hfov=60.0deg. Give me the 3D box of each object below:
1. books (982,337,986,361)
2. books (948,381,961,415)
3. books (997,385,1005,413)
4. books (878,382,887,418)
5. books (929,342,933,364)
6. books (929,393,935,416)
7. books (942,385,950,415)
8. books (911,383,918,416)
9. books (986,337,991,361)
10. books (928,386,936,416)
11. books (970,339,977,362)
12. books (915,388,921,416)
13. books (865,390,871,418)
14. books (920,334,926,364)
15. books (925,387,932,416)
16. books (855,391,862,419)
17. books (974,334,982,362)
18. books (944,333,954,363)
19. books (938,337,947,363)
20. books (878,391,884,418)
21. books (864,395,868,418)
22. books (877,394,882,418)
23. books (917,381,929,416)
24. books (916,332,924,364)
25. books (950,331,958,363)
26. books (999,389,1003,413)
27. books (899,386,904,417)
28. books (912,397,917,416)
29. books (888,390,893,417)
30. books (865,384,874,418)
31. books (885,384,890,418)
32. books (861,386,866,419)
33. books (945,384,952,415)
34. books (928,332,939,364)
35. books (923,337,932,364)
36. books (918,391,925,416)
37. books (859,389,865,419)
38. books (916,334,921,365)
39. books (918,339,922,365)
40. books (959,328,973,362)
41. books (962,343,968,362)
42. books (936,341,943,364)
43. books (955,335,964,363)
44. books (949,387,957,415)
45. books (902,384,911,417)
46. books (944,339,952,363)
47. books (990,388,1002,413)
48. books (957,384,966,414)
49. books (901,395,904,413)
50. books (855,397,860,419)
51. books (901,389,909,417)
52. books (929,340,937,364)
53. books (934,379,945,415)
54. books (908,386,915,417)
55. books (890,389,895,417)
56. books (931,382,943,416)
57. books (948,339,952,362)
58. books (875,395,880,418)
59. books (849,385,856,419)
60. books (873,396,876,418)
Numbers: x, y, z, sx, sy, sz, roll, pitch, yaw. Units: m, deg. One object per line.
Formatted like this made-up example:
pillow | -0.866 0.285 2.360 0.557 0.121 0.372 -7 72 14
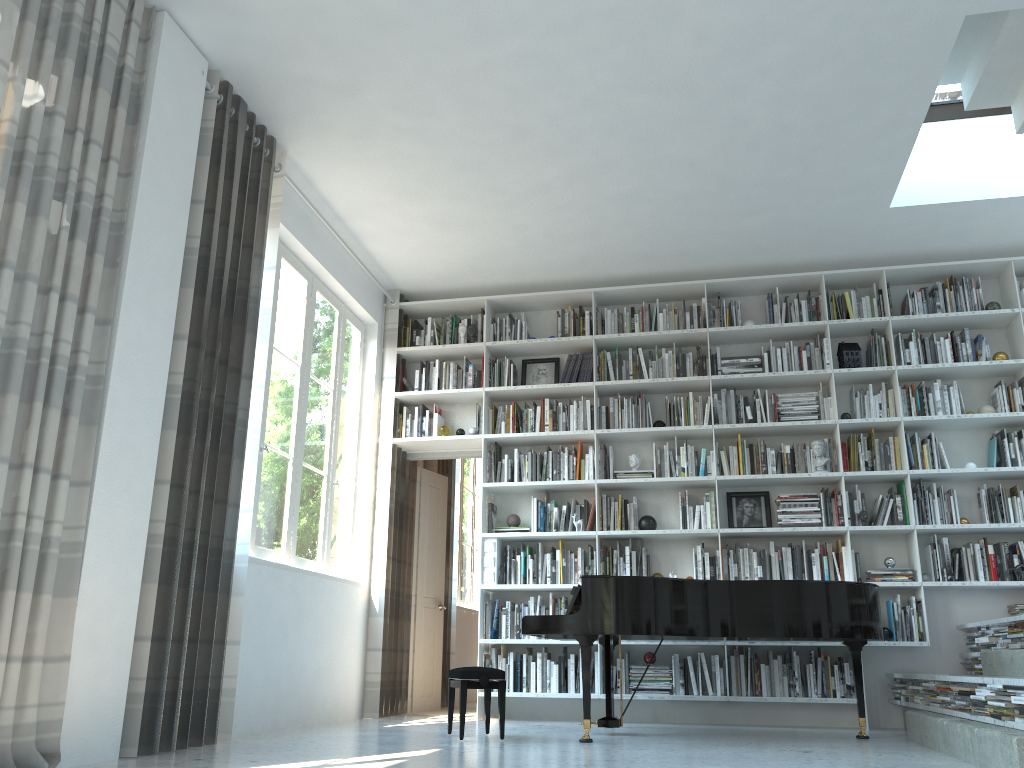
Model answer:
books | 3.295 -0.199 6.240 0.048 0.216 0.183 -3 -17 12
books | 3.080 0.132 6.177 0.024 0.271 0.170 -3 -17 12
books | 3.370 0.142 6.131 0.012 0.231 0.154 -3 -17 12
books | 2.628 0.151 6.286 0.028 0.292 0.155 -3 -17 12
books | 2.969 -0.176 6.321 0.014 0.214 0.132 -3 -17 12
books | 2.923 0.182 6.210 0.025 0.193 0.171 -3 -18 12
books | 3.013 0.151 6.192 0.025 0.244 0.184 -3 -17 12
books | 2.836 0.151 6.263 0.014 0.283 0.136 -3 -17 12
books | 3.335 -0.202 6.251 0.026 0.228 0.141 -3 -17 12
books | 2.942 0.153 6.221 0.011 0.256 0.132 -3 -17 12
books | 3.232 -0.193 6.255 0.030 0.212 0.157 -3 -17 12
books | 2.844 0.167 6.235 0.013 0.235 0.158 -3 -17 12
books | 2.521 0.184 6.298 0.023 0.235 0.179 -3 -17 12
books | 2.931 -0.202 6.343 0.012 0.275 0.133 -3 -17 12
books | 2.898 0.160 6.213 0.022 0.236 0.165 -3 -17 12
books | 2.466 0.187 6.321 0.024 0.242 0.160 -3 -17 12
books | 3.271 -0.210 6.239 0.054 0.234 0.172 -3 -17 12
books | 3.097 -0.211 6.290 0.012 0.264 0.157 -3 -17 12
books | 3.048 -0.195 6.295 0.023 0.236 0.150 -3 -17 12
books | 2.610 0.180 6.280 0.024 0.233 0.150 -3 -17 12
books | 2.507 0.200 6.302 0.023 0.206 0.171 -3 -17 12
books | 2.590 0.190 6.274 0.029 0.210 0.158 -3 -17 12
books | 2.879 0.139 6.217 0.014 0.279 0.178 -3 -17 12
books | 2.913 -0.213 6.343 0.021 0.295 0.139 -3 -17 12
books | 3.130 -0.218 6.299 0.012 0.284 0.160 -3 -17 12
books | 3.362 0.156 6.130 0.005 0.204 0.154 -3 -17 12
books | 2.718 0.163 6.252 0.028 0.250 0.190 -3 -17 12
books | 2.814 0.197 6.236 0.021 0.178 0.137 -3 -17 12
books | 2.655 0.175 6.254 0.028 0.229 0.177 -3 -17 12
books | 2.533 0.158 6.280 0.028 0.274 0.187 -3 -17 12
books | 2.643 0.158 6.279 0.025 0.276 0.173 -3 -17 12
books | 2.497 0.168 6.315 0.019 0.274 0.146 -3 -17 12
books | 3.041 0.147 6.208 0.024 0.261 0.134 -3 -17 12
books | 3.009 -0.212 6.323 0.013 0.283 0.155 -3 -17 12
books | 2.945 -0.194 6.312 0.027 0.240 0.160 -3 -17 12
books | 2.863 0.176 6.230 0.026 0.215 0.162 -3 -17 12
books | 2.482 0.181 6.313 0.028 0.249 0.165 -3 -17 12
books | 2.885 -0.203 6.330 0.010 0.267 0.166 -3 -17 12
books | 2.898 -0.185 6.331 0.012 0.235 0.166 -3 -17 12
books | 3.200 -0.231 6.258 0.029 0.284 0.184 -3 -17 12
books | 3.175 -0.176 6.260 0.027 0.181 0.176 -3 -18 12
books | 3.027 -0.181 6.308 0.025 0.215 0.144 -3 -17 12
books | 3.146 -0.203 6.270 0.030 0.237 0.186 -3 -17 12
books | 3.060 0.156 6.186 0.021 0.231 0.183 -3 -17 12
books | 2.785 0.152 6.261 0.014 0.277 0.154 -3 -17 12
books | 3.066 -0.188 6.273 0.021 0.208 0.181 -3 -17 12
books | 3.352 0.151 6.138 0.015 0.219 0.140 -3 -17 12
books | 3.122 0.146 6.188 0.034 0.253 0.161 -3 -17 12
books | 2.744 0.190 6.268 0.013 0.209 0.140 -3 -17 12
books | 2.442 0.209 6.297 0.028 0.185 0.182 -3 -18 12
books | 2.764 0.172 6.264 0.030 0.241 0.138 -3 -17 12
books | 2.990 -0.181 6.322 0.028 0.222 0.142 -3 -17 12
books | 2.991 0.133 6.218 0.027 0.294 0.160 -3 -17 12
books | 2.795 0.161 6.238 0.014 0.247 0.177 -3 -17 12
books | 2.677 0.175 6.265 0.026 0.237 0.173 -3 -17 12
books | 2.957 0.142 6.195 0.030 0.262 0.182 -3 -17 12
books | 3.084 -0.191 6.284 0.011 0.221 0.159 -3 -17 12
books | 2.570 0.198 6.275 0.027 0.196 0.185 -3 -18 12
books | 2.435 0.168 6.334 0.018 0.284 0.160 -3 -17 12
books | 2.551 0.199 6.276 0.024 0.194 0.173 -3 -18 12
